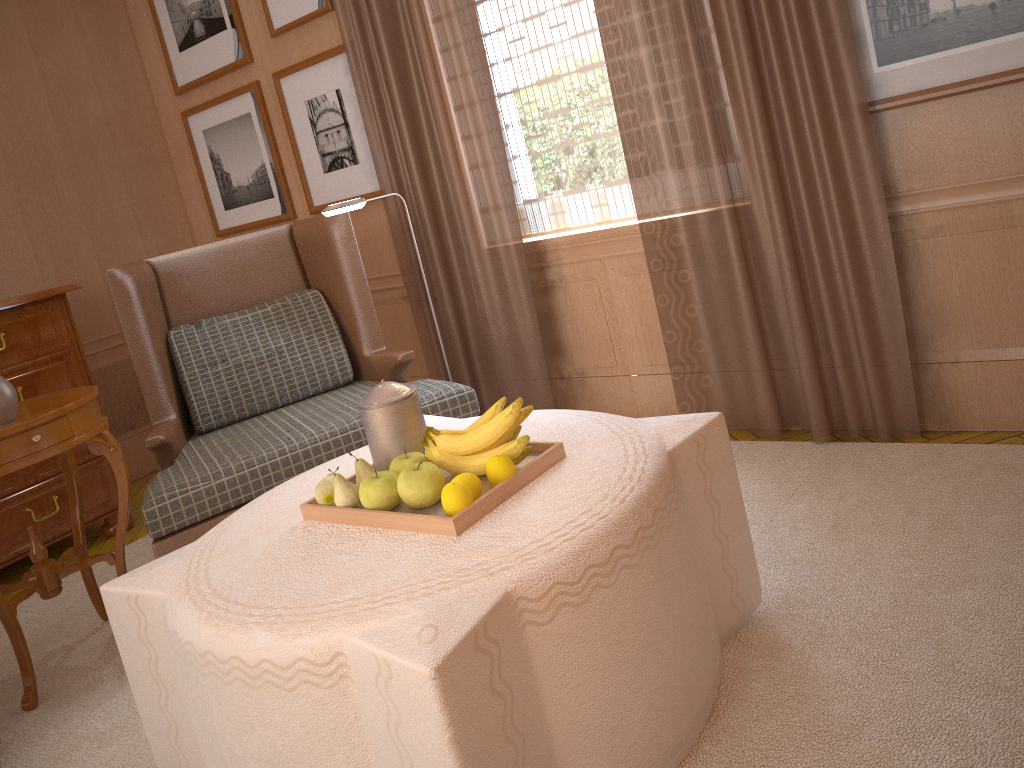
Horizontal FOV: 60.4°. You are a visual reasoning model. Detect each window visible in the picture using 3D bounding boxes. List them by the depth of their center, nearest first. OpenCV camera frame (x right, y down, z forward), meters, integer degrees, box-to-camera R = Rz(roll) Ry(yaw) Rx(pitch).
[{"bbox_3d":[0.466,-2.722,6.068,2.417,3.327,0.867,-6,11,40],"label":"window"}]

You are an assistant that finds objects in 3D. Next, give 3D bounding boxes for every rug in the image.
[{"bbox_3d":[-1.634,1.746,3.040,5.961,0.020,8.166,-2,18,39],"label":"rug"}]

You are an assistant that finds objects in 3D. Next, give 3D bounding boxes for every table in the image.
[{"bbox_3d":[-2.522,0.837,4.642,1.062,1.351,0.921,-23,13,-41],"label":"table"}]

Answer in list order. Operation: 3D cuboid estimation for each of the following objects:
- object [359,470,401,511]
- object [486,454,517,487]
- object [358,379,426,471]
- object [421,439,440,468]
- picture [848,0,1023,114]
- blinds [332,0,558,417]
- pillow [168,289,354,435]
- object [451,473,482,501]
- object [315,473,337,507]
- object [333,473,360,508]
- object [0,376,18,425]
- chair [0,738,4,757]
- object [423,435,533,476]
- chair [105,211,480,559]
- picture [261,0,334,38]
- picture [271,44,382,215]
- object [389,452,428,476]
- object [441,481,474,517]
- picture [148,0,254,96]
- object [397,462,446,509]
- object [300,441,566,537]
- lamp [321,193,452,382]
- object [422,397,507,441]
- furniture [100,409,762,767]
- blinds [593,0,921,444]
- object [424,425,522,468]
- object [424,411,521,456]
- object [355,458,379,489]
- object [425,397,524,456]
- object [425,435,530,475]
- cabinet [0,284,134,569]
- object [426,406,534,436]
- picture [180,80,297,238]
[{"bbox_3d":[-0.471,0.391,3.169,0.155,0.133,0.163,-3,16,44],"label":"object"},{"bbox_3d":[-0.037,0.314,3.121,0.107,0.131,0.116,-15,10,-3],"label":"object"},{"bbox_3d":[-0.464,0.169,3.491,0.233,0.386,0.239,-13,9,7],"label":"object"},{"bbox_3d":[-0.181,0.226,3.401,0.400,0.183,0.071,-23,12,-35],"label":"object"},{"bbox_3d":[2.140,-2.055,4.353,1.242,1.230,0.049,-5,12,40],"label":"picture"},{"bbox_3d":[-0.592,-1.873,6.492,1.418,4.727,0.272,-7,10,42],"label":"blinds"},{"bbox_3d":[-1.691,-0.176,5.924,1.089,0.697,0.540,-20,11,-24],"label":"pillow"},{"bbox_3d":[-0.163,0.367,3.038,0.110,0.109,0.137,-4,15,42],"label":"object"},{"bbox_3d":[-0.694,0.409,3.359,0.135,0.126,0.194,-20,13,-29],"label":"object"},{"bbox_3d":[-0.614,0.390,3.243,0.098,0.146,0.099,-16,10,-13],"label":"object"},{"bbox_3d":[-2.579,0.023,4.367,0.187,0.352,0.187,-17,9,-16],"label":"object"},{"bbox_3d":[-3.404,1.147,3.043,1.709,1.943,1.959,-11,11,15],"label":"chair"},{"bbox_3d":[-0.122,0.242,3.258,0.384,0.197,0.063,-13,8,5],"label":"object"},{"bbox_3d":[-1.463,0.030,5.551,1.937,1.943,1.728,-19,11,-24],"label":"chair"},{"bbox_3d":[-1.832,-3.392,7.134,0.800,0.943,0.049,-5,11,40],"label":"picture"},{"bbox_3d":[-1.504,-2.088,7.309,1.043,1.230,0.049,-5,11,40],"label":"picture"},{"bbox_3d":[-0.382,0.333,3.309,0.155,0.133,0.163,-3,16,44],"label":"object"},{"bbox_3d":[-0.182,0.389,2.944,0.107,0.131,0.116,-15,10,-3],"label":"object"},{"bbox_3d":[-2.899,-3.382,8.006,1.242,1.230,0.049,-5,12,40],"label":"picture"},{"bbox_3d":[-0.320,0.361,3.120,0.172,0.145,0.172,-15,11,-3],"label":"object"},{"bbox_3d":[-0.299,0.366,3.322,0.796,0.059,0.656,-2,18,39],"label":"object"},{"bbox_3d":[-0.646,-0.225,5.652,0.563,1.996,0.640,-14,8,3],"label":"lamp"},{"bbox_3d":[-0.184,0.178,3.383,0.381,0.157,0.104,-20,11,-26],"label":"object"},{"bbox_3d":[-0.249,0.824,3.432,1.937,0.885,2.003,-4,16,37],"label":"furniture"},{"bbox_3d":[1.188,-1.944,5.021,1.436,4.717,0.273,-8,10,39],"label":"blinds"},{"bbox_3d":[-0.141,0.230,3.351,0.399,0.179,0.062,-19,9,-21],"label":"object"},{"bbox_3d":[-0.130,0.193,3.274,0.375,0.169,0.066,-13,8,6],"label":"object"},{"bbox_3d":[-0.536,0.364,3.331,0.131,0.194,0.131,-16,10,-13],"label":"object"},{"bbox_3d":[-0.137,0.166,3.201,0.401,0.166,0.072,-10,9,16],"label":"object"},{"bbox_3d":[-0.125,0.244,3.200,0.394,0.170,0.074,-10,9,16],"label":"object"},{"bbox_3d":[-4.366,0.642,6.115,1.407,1.912,2.839,-6,14,40],"label":"cabinet"},{"bbox_3d":[-0.111,0.161,3.313,0.408,0.127,0.092,-14,10,-2],"label":"object"},{"bbox_3d":[-2.564,-2.049,8.185,1.242,1.230,0.049,-5,12,40],"label":"picture"}]
